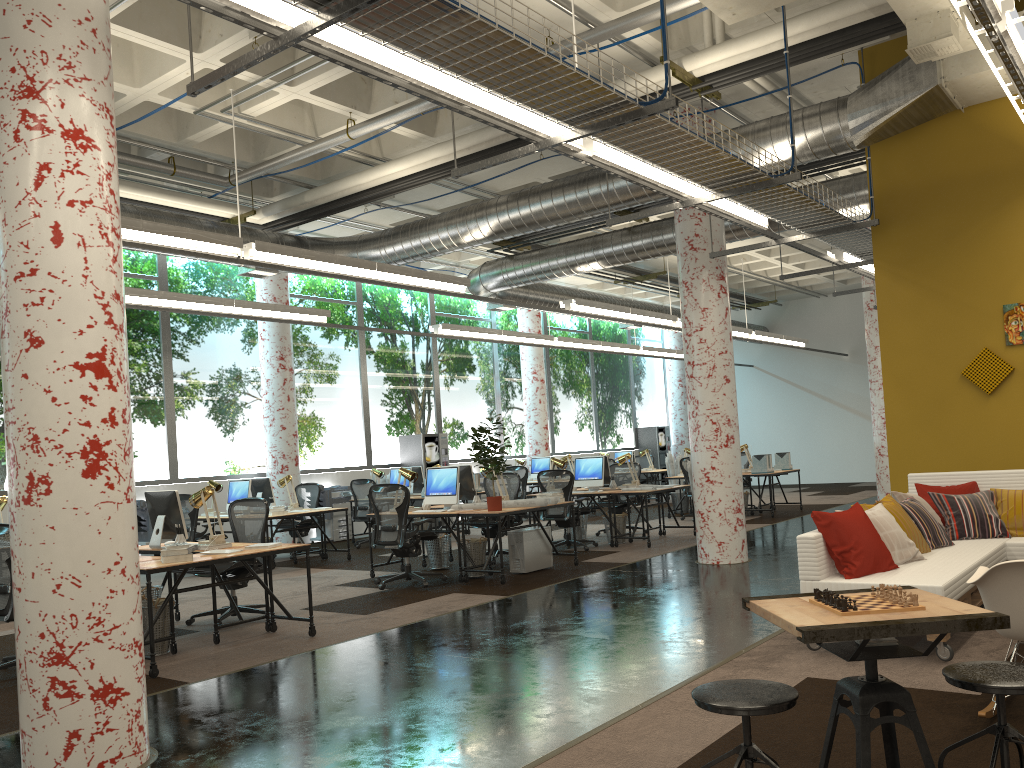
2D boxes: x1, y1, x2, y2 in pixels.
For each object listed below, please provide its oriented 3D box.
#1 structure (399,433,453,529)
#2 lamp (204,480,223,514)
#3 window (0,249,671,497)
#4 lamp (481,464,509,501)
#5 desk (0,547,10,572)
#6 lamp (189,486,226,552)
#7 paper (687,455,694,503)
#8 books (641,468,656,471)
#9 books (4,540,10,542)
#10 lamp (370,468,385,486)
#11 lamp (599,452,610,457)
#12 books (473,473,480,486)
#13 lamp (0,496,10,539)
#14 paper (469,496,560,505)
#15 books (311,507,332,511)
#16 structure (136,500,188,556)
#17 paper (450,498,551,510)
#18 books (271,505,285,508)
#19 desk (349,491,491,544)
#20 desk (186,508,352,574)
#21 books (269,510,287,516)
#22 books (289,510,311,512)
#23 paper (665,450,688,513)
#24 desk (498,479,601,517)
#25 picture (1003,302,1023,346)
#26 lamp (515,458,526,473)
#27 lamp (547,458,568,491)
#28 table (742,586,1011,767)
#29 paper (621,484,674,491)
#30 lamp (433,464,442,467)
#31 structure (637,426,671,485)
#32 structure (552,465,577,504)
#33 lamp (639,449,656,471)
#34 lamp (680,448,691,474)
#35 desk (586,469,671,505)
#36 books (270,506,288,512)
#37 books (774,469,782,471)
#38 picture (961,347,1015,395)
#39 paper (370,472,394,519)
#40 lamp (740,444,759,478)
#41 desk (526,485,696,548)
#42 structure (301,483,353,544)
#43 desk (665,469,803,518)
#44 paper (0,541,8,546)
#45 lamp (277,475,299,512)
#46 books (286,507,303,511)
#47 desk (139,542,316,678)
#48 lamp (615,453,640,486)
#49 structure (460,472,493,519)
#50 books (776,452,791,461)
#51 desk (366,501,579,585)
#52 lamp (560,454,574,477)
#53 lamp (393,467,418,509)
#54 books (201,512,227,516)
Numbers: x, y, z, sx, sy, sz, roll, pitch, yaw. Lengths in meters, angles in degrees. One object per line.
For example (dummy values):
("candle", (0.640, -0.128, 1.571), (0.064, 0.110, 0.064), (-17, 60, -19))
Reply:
("structure", (-1.675, 1.896, 17.376), (0.639, 1.808, 0.750), (-5, -2, 37))
("lamp", (-4.241, 1.661, 12.519), (0.218, 0.610, 0.529), (-3, -3, -33))
("window", (-3.422, -0.287, 15.903), (0.050, 3.756, 26.197), (-5, -4, 37))
("lamp", (-0.147, 1.191, 10.160), (0.208, 0.610, 0.529), (-3, -3, -33))
("desk", (-5.739, 2.073, 9.322), (1.945, 0.723, 1.401), (-7, -5, 37))
("lamp", (-2.432, 1.125, 7.142), (0.218, 0.610, 0.529), (-3, -3, -33))
("paper", (2.637, 1.511, 12.113), (0.441, 1.196, 0.412), (-4, -2, 15))
("books", (3.184, 1.998, 20.690), (0.309, 0.038, 0.225), (-7, -6, 38))
("books", (-5.445, 1.684, 9.487), (0.309, 0.038, 0.225), (-7, -6, 38))
("lamp", (-2.331, 1.730, 14.996), (0.208, 0.610, 0.529), (-3, -3, -33))
("lamp", (2.079, 1.891, 20.724), (0.218, 0.610, 0.529), (-3, -3, -33))
("books", (-0.643, 1.649, 14.791), (0.234, 0.310, 0.068), (-6, -2, 38))
("lamp", (-5.432, 1.500, 9.464), (0.208, 0.610, 0.529), (-3, -3, -33))
("paper", (-0.037, 1.307, 9.701), (1.134, 0.082, 0.083), (-4, -3, 2))
("books", (-2.633, 1.726, 12.248), (0.200, 0.024, 0.236), (-5, -4, 11))
("structure", (-5.116, 2.145, 12.866), (0.504, 1.056, 1.057), (-5, -3, 37))
("paper", (-0.140, 1.303, 9.569), (1.135, 0.082, 0.083), (-5, -3, 12))
("books", (-3.086, 1.617, 11.660), (0.152, 0.030, 0.185), (-2, -5, -24))
("desk", (-1.524, 2.226, 14.795), (1.945, 0.723, 1.401), (-7, -5, 37))
("desk", (-3.430, 2.157, 12.320), (1.945, 0.723, 1.401), (-7, -5, 37))
("books", (-3.082, 1.694, 11.640), (0.200, 0.050, 0.272), (-2, -5, -25))
("books", (-2.877, 1.725, 12.000), (0.243, 0.019, 0.205), (-5, -5, 15))
("paper", (3.137, 1.839, 16.743), (0.441, 1.196, 0.412), (-4, -2, 15))
("desk", (0.908, 2.315, 17.952), (1.945, 0.723, 1.401), (-7, -5, 37))
("picture", (4.438, -0.528, 7.642), (0.332, 0.355, 0.027), (-6, -2, 38))
("lamp", (0.097, 1.819, 18.151), (0.218, 0.610, 0.529), (-3, -3, -33))
("lamp", (0.600, 1.365, 12.742), (0.208, 0.610, 0.529), (-3, -3, -33))
("table", (1.186, 1.113, 2.927), (0.626, 0.758, 0.617), (-4, -3, -2))
("paper", (1.841, 1.408, 12.042), (0.569, 0.061, 0.626), (-7, -5, 35))
("lamp", (-1.213, 1.654, 14.939), (0.218, 0.610, 0.529), (-3, -3, -33))
("structure", (4.020, 2.103, 24.770), (0.639, 1.808, 0.750), (-5, -2, 37))
("structure", (1.272, 2.377, 21.163), (0.504, 1.056, 1.057), (-5, -3, 37))
("lamp", (3.200, 1.814, 20.669), (0.218, 0.610, 0.529), (-3, -3, -33))
("lamp", (3.102, 1.444, 15.832), (0.218, 0.610, 0.529), (-3, -3, -33))
("desk", (2.890, 2.387, 20.525), (1.945, 0.723, 1.401), (-7, -5, 37))
("books", (-3.070, 1.648, 11.664), (0.193, 0.044, 0.258), (-3, -4, -5))
("books", (4.576, 1.503, 15.387), (0.200, 0.024, 0.236), (-5, -4, 11))
("picture", (4.200, -0.116, 7.822), (0.425, 0.424, 0.047), (-6, -3, 38))
("paper", (-2.299, 2.126, 15.905), (0.441, 1.196, 0.412), (-4, -2, 15))
("lamp", (4.223, 1.367, 15.777), (0.218, 0.610, 0.529), (-3, -3, -33))
("desk", (1.407, 1.861, 12.541), (1.945, 0.723, 1.401), (-7, -5, 37))
("structure", (-3.142, 2.217, 15.433), (0.504, 1.056, 1.057), (-5, -3, 37))
("desk", (3.913, 1.940, 15.633), (1.945, 0.723, 1.401), (-7, -5, 37))
("paper", (-5.304, 1.620, 8.824), (0.569, 0.061, 0.626), (-7, -5, 35))
("lamp", (-3.124, 1.584, 12.461), (0.208, 0.610, 0.529), (-3, -3, -33))
("books", (-3.136, 1.768, 12.485), (0.309, 0.038, 0.225), (-7, -6, 38))
("desk", (-2.742, 1.698, 6.998), (1.945, 0.723, 1.401), (-7, -5, 37))
("lamp", (1.713, 1.289, 12.682), (0.208, 0.610, 0.529), (-3, -3, -33))
("structure", (-0.710, 2.305, 18.590), (0.504, 1.056, 1.057), (-5, -3, 37))
("books", (4.794, 1.363, 15.629), (0.234, 0.310, 0.068), (-6, -2, 38))
("desk", (-0.453, 1.764, 10.019), (1.945, 0.723, 1.401), (-7, -5, 37))
("lamp", (1.219, 1.742, 18.096), (0.218, 0.610, 0.529), (-3, -3, -33))
("lamp", (-1.264, 1.268, 10.217), (0.218, 0.610, 0.529), (-3, -3, -33))
("books", (-4.202, 1.837, 12.489), (0.309, 0.038, 0.225), (-7, -6, 38))
